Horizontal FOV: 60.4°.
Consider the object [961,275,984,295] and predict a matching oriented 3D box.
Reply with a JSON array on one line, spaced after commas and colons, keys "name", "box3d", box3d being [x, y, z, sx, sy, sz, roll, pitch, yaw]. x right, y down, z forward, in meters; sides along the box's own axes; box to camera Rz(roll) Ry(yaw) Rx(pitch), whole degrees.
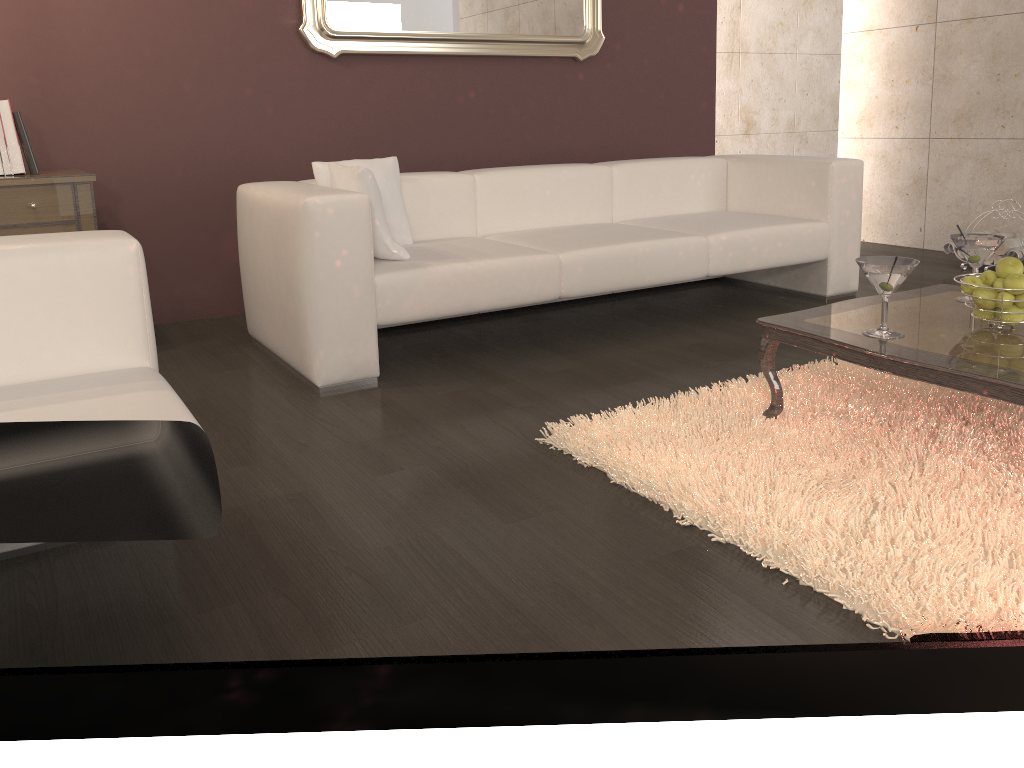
[{"name": "object", "box3d": [1.204, -0.256, 2.303, 0.054, 0.053, 0.055, 4, 15, 22]}]

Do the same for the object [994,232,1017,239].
[{"name": "object", "box3d": [2.679, -0.790, 4.866, 0.253, 0.075, 0.080, -11, 17, -29]}]

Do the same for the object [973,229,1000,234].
[{"name": "object", "box3d": [2.634, -0.815, 4.938, 0.253, 0.081, 0.083, -11, 16, -29]}]

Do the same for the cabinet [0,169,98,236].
[{"name": "cabinet", "box3d": [-2.317, -0.355, 3.160, 1.540, 0.714, 0.541, -11, 16, -29]}]

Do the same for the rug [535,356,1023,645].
[{"name": "rug", "box3d": [1.268, 0.141, 2.341, 2.013, 0.066, 1.537, -11, 19, -29]}]

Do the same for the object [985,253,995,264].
[{"name": "object", "box3d": [2.695, -0.714, 4.855, 0.253, 0.075, 0.080, -11, 17, -29]}]

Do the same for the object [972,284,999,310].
[{"name": "object", "box3d": [1.217, -0.224, 2.259, 0.066, 0.064, 0.067, 5, 15, 26]}]

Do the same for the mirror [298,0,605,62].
[{"name": "mirror", "box3d": [-0.247, -2.095, 4.551, 1.797, 0.806, 0.047, -11, 14, -30]}]

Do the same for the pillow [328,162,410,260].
[{"name": "pillow", "box3d": [-0.550, -0.645, 3.281, 0.187, 0.350, 0.382, -9, 16, -30]}]

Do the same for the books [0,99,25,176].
[{"name": "books", "box3d": [-1.967, -0.937, 3.341, 0.179, 0.283, 0.207, -9, 14, -29]}]

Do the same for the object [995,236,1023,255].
[{"name": "object", "box3d": [2.730, -0.754, 4.794, 0.264, 0.077, 0.081, -11, 17, -29]}]

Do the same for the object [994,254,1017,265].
[{"name": "object", "box3d": [2.724, -0.689, 4.797, 0.245, 0.058, 0.062, -11, 17, -29]}]

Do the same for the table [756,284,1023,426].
[{"name": "table", "box3d": [1.269, -0.006, 2.336, 0.922, 0.296, 0.921, -11, 19, -30]}]

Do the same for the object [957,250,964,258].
[{"name": "object", "box3d": [2.620, -0.752, 4.977, 0.254, 0.056, 0.058, -11, 17, -29]}]

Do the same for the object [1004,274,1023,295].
[{"name": "object", "box3d": [1.262, -0.249, 2.204, 0.054, 0.050, 0.054, -9, 16, -29]}]

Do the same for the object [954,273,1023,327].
[{"name": "object", "box3d": [1.272, -0.210, 2.283, 0.234, 0.116, 0.240, 2, 16, 14]}]

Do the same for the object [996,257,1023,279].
[{"name": "object", "box3d": [1.280, -0.296, 2.265, 0.063, 0.062, 0.063, -9, 16, -29]}]

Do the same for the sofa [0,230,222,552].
[{"name": "sofa", "box3d": [-0.801, 0.245, 1.090, 0.950, 0.635, 2.064, -10, 18, -29]}]

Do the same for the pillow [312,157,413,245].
[{"name": "pillow", "box3d": [-0.600, -0.728, 3.558, 0.379, 0.353, 0.172, -10, 14, -31]}]

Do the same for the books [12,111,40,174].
[{"name": "books", "box3d": [-1.876, -0.929, 3.394, 0.069, 0.232, 0.175, -8, 14, -29]}]

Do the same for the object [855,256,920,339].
[{"name": "object", "box3d": [0.950, -0.232, 2.240, 0.153, 0.212, 0.153, -11, 16, -37]}]

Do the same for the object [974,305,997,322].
[{"name": "object", "box3d": [1.240, -0.190, 2.306, 0.055, 0.053, 0.056, -6, 15, -18]}]

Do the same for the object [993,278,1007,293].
[{"name": "object", "box3d": [1.255, -0.249, 2.250, 0.046, 0.042, 0.046, 7, 16, 30]}]

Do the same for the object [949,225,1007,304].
[{"name": "object", "box3d": [1.373, -0.354, 2.606, 0.152, 0.212, 0.154, 7, 15, 34]}]

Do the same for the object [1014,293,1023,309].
[{"name": "object", "box3d": [1.292, -0.215, 2.216, 0.054, 0.050, 0.054, -8, 15, -25]}]

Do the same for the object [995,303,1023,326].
[{"name": "object", "box3d": [1.276, -0.182, 2.253, 0.069, 0.062, 0.069, 2, 14, 14]}]

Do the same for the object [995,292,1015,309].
[{"name": "object", "box3d": [1.242, -0.211, 2.220, 0.046, 0.044, 0.045, -12, 17, -37]}]

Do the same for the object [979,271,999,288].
[{"name": "object", "box3d": [1.252, -0.273, 2.306, 0.046, 0.048, 0.051, -5, 14, -15]}]

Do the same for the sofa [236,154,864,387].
[{"name": "sofa", "box3d": [0.283, -0.641, 3.943, 2.804, 0.636, 0.960, -11, 18, -29]}]

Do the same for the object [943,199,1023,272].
[{"name": "object", "box3d": [2.729, -0.836, 4.898, 0.506, 0.371, 0.438, -10, 16, -29]}]

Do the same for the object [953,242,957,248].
[{"name": "object", "box3d": [2.604, -0.809, 4.993, 0.254, 0.056, 0.058, -11, 17, -29]}]
